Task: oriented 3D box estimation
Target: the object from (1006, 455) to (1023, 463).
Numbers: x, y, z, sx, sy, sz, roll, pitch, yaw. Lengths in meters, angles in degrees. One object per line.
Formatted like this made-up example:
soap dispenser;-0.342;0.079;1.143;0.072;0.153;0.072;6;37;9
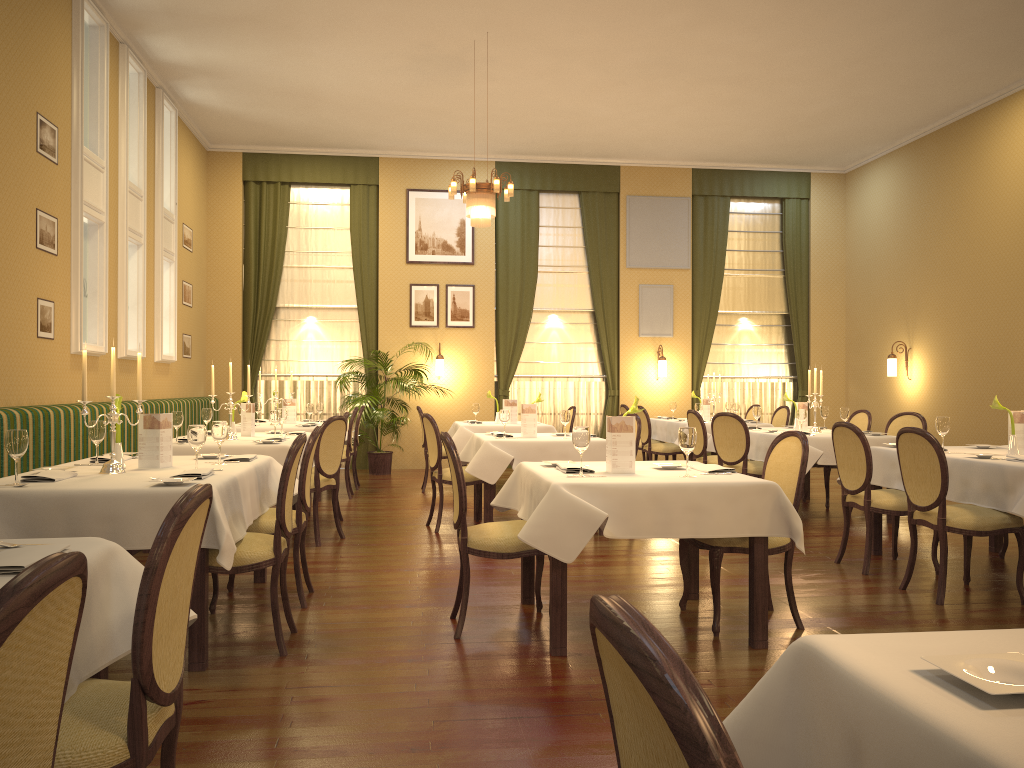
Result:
object;2.925;0.426;4.972;0.142;0.033;0.273;0;0;-7

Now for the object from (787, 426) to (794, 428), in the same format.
object;2.866;0.442;9.076;0.160;0.024;0.160;0;0;-7

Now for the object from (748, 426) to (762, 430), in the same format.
object;2.385;0.437;8.895;0.142;0.033;0.273;0;0;-7

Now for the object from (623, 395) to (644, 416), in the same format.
object;0.574;0.244;4.397;0.163;0.375;0.076;0;0;-30

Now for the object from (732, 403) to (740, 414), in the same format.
object;2.750;0.344;10.886;0.088;0.229;0.088;0;0;41

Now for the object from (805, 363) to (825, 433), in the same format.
object;2.826;0.127;8.266;0.131;0.655;0.390;0;0;27

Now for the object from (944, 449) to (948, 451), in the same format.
object;2.765;0.429;5.929;0.142;0.033;0.273;0;0;-7

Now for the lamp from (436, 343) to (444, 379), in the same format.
lamp;-1.036;-0.325;12.454;0.114;0.513;0.323;0;0;-18

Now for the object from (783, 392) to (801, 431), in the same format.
object;2.662;0.263;8.432;0.163;0.375;0.076;0;0;15

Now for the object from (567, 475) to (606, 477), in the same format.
object;0.344;0.424;4.090;0.185;0.010;0.017;0;0;-6

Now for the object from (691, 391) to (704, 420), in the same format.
object;2.322;0.271;11.085;0.163;0.375;0.076;0;0;15

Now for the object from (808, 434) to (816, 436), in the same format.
object;2.526;0.440;7.629;0.181;0.015;0.038;0;0;-6

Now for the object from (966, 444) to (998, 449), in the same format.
object;3.246;0.433;6.110;0.160;0.024;0.160;0;0;-7

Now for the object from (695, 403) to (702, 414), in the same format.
object;2.181;0.341;10.370;0.088;0.229;0.088;0;0;41

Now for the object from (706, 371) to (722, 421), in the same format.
object;2.487;0.135;10.918;0.390;0.655;0.131;0;0;-42

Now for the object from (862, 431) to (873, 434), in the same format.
object;3.136;0.437;8.048;0.142;0.033;0.273;0;0;-7

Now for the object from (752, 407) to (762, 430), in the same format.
object;2.400;0.336;8.691;0.088;0.229;0.088;0;0;41

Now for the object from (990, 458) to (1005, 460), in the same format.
object;2.863;0.435;5.142;0.185;0.010;0.017;0;0;-6

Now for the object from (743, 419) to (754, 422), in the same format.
object;2.796;0.444;10.700;0.142;0.033;0.273;0;0;-7

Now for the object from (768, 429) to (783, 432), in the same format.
object;2.422;0.438;8.227;0.160;0.024;0.160;0;0;-7

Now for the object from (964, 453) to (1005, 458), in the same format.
object;2.802;0.429;5.260;0.160;0.024;0.160;0;0;-7

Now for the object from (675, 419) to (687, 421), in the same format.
object;2.082;0.446;10.879;0.160;0.024;0.160;0;0;-7

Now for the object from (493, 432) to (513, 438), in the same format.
object;-0.076;0.425;7.393;0.142;0.033;0.273;0;0;-7

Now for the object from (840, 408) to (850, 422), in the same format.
object;3.090;0.337;8.233;0.088;0.229;0.088;0;0;35

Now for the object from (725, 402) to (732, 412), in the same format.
object;2.777;0.346;11.365;0.088;0.229;0.088;0;0;41

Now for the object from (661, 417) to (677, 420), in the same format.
object;2.046;0.445;11.548;0.142;0.033;0.273;0;0;-7

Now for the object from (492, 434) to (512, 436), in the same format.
object;-0.082;0.432;7.560;0.181;0.015;0.038;0;0;-6

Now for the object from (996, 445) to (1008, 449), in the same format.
object;3.447;0.435;6.029;0.142;0.024;0.273;0;0;-7

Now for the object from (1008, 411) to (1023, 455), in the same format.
object;3.178;0.306;5.532;0.166;0.277;0.081;0;0;-36

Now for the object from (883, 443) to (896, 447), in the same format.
object;2.701;0.432;6.192;0.160;0.024;0.160;0;0;-7

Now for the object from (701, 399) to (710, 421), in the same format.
object;2.458;0.322;11.151;0.166;0.277;0.081;0;0;-36

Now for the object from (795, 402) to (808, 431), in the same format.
object;2.798;0.315;8.498;0.166;0.277;0.081;0;0;-36

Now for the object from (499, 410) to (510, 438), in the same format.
object;-0.061;0.324;7.188;0.088;0.229;0.088;0;0;35

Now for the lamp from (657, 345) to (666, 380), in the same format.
lamp;2.133;-0.314;12.860;0.114;0.513;0.323;0;0;-18

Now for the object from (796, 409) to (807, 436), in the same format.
object;2.520;0.333;7.717;0.088;0.229;0.088;0;0;41

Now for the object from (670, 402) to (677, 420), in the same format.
object;2.061;0.344;11.343;0.088;0.229;0.088;0;0;41

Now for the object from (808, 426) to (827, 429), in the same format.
object;3.067;0.444;8.996;0.142;0.024;0.273;0;0;-7

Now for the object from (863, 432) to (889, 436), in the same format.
object;3.172;0.438;7.730;0.160;0.024;0.160;0;0;-7

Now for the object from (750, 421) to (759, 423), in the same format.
object;2.832;0.446;10.382;0.160;0.024;0.160;0;0;-7

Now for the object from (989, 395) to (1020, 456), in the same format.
object;3.042;0.254;5.466;0.163;0.375;0.076;0;0;15

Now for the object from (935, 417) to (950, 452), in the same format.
object;2.780;0.327;5.724;0.088;0.229;0.088;0;0;41

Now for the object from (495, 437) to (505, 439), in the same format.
object;-0.042;0.433;7.106;0.185;0.010;0.017;0;0;-6

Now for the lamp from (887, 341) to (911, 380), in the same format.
lamp;5.091;-0.310;11.678;0.323;0.513;0.114;0;0;-18

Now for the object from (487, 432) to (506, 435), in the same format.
object;-0.140;0.429;7.656;0.160;0.024;0.160;0;0;-7

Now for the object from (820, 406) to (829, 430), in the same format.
object;3.104;0.338;8.809;0.088;0.229;0.088;0;0;41

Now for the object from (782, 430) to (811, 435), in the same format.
object;2.545;0.435;7.938;0.142;0.033;0.273;0;0;-7
